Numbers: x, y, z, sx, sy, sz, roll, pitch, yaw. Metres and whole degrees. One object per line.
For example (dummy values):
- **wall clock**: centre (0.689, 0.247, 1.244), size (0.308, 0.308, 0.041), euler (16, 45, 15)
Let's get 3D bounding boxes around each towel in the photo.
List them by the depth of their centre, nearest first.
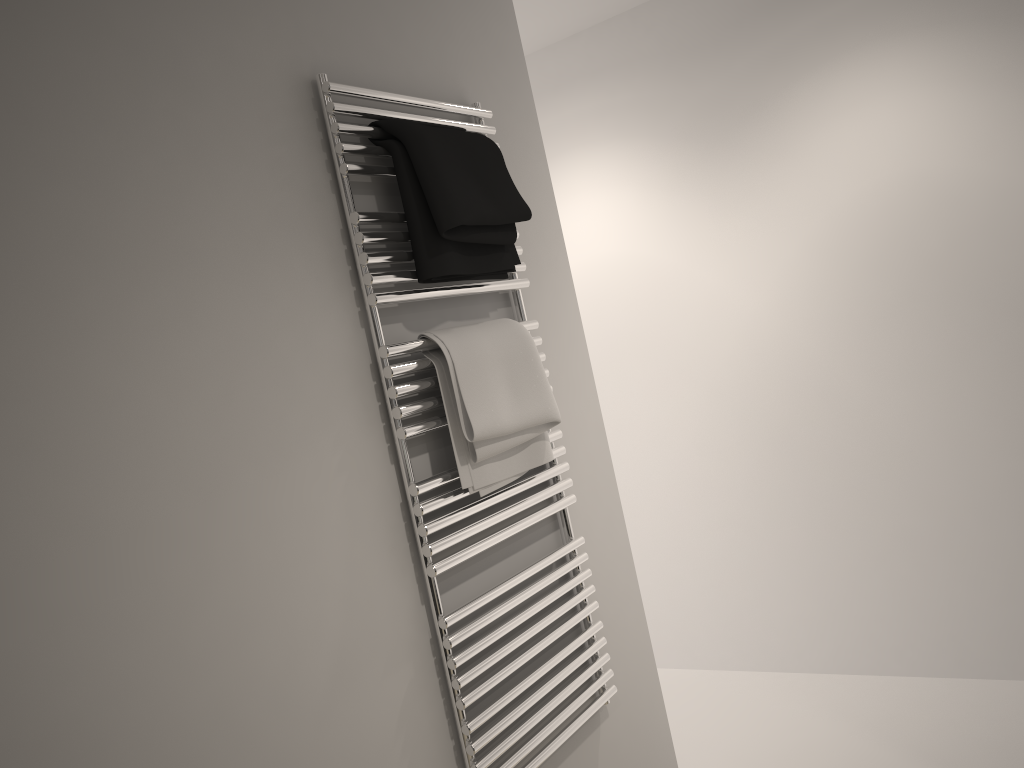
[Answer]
- **towel**: centre (-0.097, -0.342, 1.653), size (0.140, 0.309, 0.301), euler (-12, 1, 32)
- **towel**: centre (-0.030, 0.034, 1.654), size (0.098, 0.309, 0.304), euler (-12, 1, 36)

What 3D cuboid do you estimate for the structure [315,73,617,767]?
- **structure**: centre (-0.055, 0.074, 1.674), size (0.039, 1.291, 0.474), euler (-12, 1, 35)
